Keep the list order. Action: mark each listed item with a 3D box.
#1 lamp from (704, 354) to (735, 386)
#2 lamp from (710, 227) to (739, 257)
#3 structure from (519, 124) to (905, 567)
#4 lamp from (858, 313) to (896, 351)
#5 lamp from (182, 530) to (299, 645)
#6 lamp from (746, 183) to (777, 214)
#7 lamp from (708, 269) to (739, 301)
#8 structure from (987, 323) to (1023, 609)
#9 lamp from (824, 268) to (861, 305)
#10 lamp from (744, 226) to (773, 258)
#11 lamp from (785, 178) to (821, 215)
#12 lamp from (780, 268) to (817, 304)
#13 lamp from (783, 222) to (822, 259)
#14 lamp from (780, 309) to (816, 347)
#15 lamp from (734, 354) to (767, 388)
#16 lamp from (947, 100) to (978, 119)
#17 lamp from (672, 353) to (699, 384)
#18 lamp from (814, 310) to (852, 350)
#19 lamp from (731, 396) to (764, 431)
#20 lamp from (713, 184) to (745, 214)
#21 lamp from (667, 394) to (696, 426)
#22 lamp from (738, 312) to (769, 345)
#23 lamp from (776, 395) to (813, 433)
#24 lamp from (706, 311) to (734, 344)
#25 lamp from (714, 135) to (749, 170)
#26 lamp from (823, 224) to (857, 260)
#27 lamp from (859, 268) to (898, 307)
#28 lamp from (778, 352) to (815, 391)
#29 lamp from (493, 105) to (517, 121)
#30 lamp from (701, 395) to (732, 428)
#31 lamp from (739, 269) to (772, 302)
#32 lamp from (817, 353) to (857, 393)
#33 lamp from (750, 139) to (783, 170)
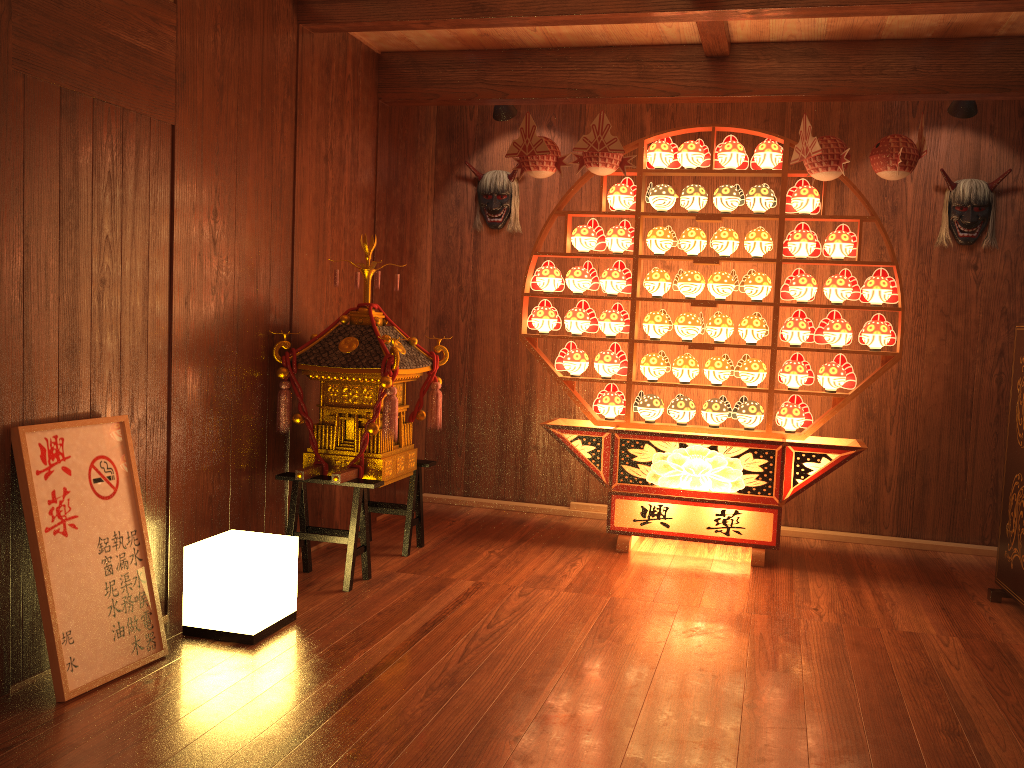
[{"bbox_3d":[1.062,-0.074,4.594,0.162,0.167,0.134,-2,6,-45],"label":"lamp"},{"bbox_3d":[1.100,-0.732,4.544,0.140,0.167,0.156,2,4,-5],"label":"lamp"},{"bbox_3d":[0.991,-0.228,4.601,1.930,2.195,0.498,3,4,13],"label":"structure"},{"bbox_3d":[1.815,-0.259,4.402,0.178,0.192,0.161,4,4,25],"label":"lamp"},{"bbox_3d":[-0.975,0.725,3.194,0.276,0.315,0.285,4,4,15],"label":"lamp"},{"bbox_3d":[1.257,-0.945,4.493,0.135,0.173,0.161,5,5,30],"label":"lamp"},{"bbox_3d":[1.074,-0.514,4.574,0.160,0.167,0.136,1,4,-20],"label":"lamp"},{"bbox_3d":[2.239,0.374,3.638,0.267,1.250,0.810,3,4,12],"label":"structure"},{"bbox_3d":[1.632,-0.491,4.435,0.162,0.191,0.175,-2,6,-45],"label":"lamp"},{"bbox_3d":[1.253,-0.725,4.507,0.136,0.173,0.160,4,4,20],"label":"lamp"},{"bbox_3d":[1.478,-0.945,4.441,0.200,0.200,0.157,2,4,-1],"label":"lamp"},{"bbox_3d":[1.475,-0.498,4.469,0.191,0.187,0.156,2,4,-5],"label":"lamp"},{"bbox_3d":[1.463,-0.726,4.457,0.197,0.200,0.160,4,4,14],"label":"lamp"},{"bbox_3d":[1.443,-0.284,4.488,0.184,0.195,0.161,4,4,25],"label":"lamp"},{"bbox_3d":[1.244,-0.065,4.550,0.143,0.173,0.153,1,4,-20],"label":"lamp"},{"bbox_3d":[2.200,-1.383,4.322,0.131,0.177,0.180,5,5,35],"label":"lamp"},{"bbox_3d":[0.907,-0.081,4.626,0.137,0.161,0.159,4,4,15],"label":"lamp"},{"bbox_3d":[1.641,-0.274,4.443,0.200,0.200,0.157,2,4,-1],"label":"lamp"},{"bbox_3d":[1.236,0.153,4.568,0.143,0.173,0.153,1,4,-20],"label":"lamp"},{"bbox_3d":[1.096,-0.953,4.537,0.162,0.167,0.135,0,5,-35],"label":"lamp"},{"bbox_3d":[0.898,0.138,4.643,0.140,0.161,0.156,2,4,-5],"label":"lamp"},{"bbox_3d":[1.230,-0.286,4.539,0.135,0.173,0.161,5,5,30],"label":"lamp"},{"bbox_3d":[1.427,0.153,4.522,0.189,0.197,0.162,5,5,30],"label":"lamp"},{"bbox_3d":[1.079,-0.293,4.574,0.139,0.167,0.157,3,4,0],"label":"lamp"},{"bbox_3d":[1.122,-1.187,4.510,0.199,0.200,0.158,3,4,4],"label":"lamp"},{"bbox_3d":[1.634,-0.712,4.418,0.184,0.195,0.162,5,5,30],"label":"lamp"},{"bbox_3d":[1.814,-0.483,4.389,0.194,0.200,0.162,5,5,30],"label":"lamp"},{"bbox_3d":[1.437,-0.063,4.503,0.181,0.193,0.161,4,4,25],"label":"lamp"},{"bbox_3d":[-0.038,-1.525,4.840,0.135,0.176,0.175,3,4,1],"label":"lamp"},{"bbox_3d":[1.053,0.144,4.609,0.162,0.167,0.134,-2,6,-45],"label":"lamp"},{"bbox_3d":[1.261,-0.505,4.522,0.142,0.173,0.154,1,4,-15],"label":"lamp"},{"bbox_3d":[1.611,-0.056,4.464,0.162,0.200,0.193,-1,5,-40],"label":"lamp"},{"bbox_3d":[1.294,-1.170,4.470,0.185,0.188,0.160,4,4,20],"label":"lamp"}]
